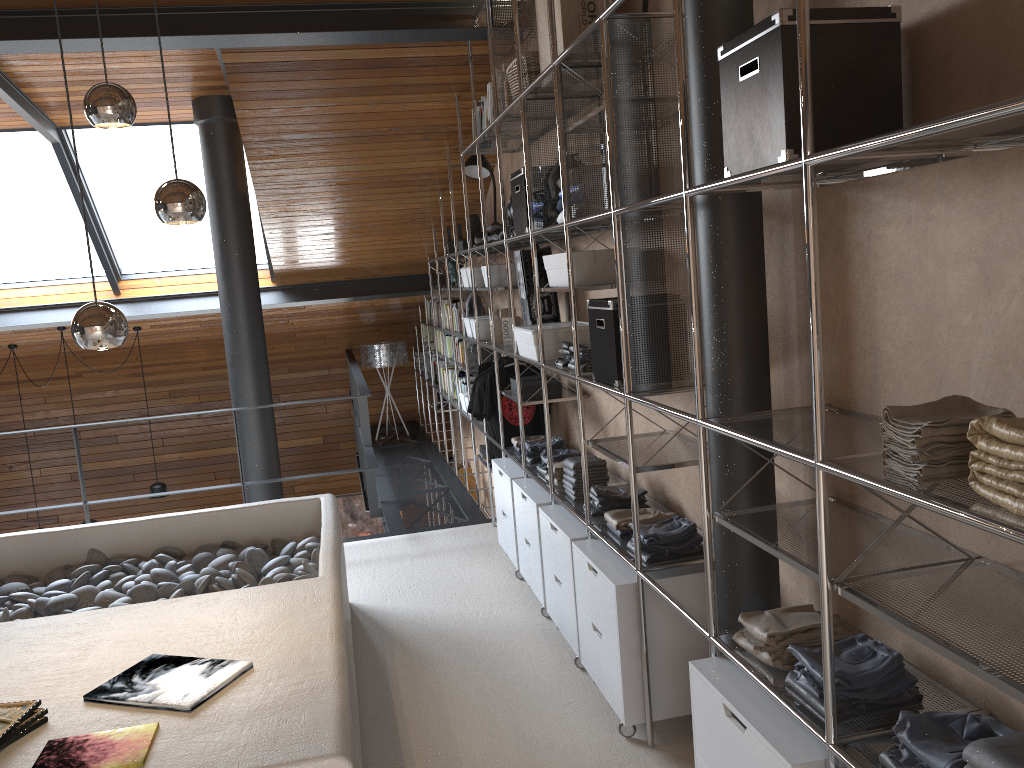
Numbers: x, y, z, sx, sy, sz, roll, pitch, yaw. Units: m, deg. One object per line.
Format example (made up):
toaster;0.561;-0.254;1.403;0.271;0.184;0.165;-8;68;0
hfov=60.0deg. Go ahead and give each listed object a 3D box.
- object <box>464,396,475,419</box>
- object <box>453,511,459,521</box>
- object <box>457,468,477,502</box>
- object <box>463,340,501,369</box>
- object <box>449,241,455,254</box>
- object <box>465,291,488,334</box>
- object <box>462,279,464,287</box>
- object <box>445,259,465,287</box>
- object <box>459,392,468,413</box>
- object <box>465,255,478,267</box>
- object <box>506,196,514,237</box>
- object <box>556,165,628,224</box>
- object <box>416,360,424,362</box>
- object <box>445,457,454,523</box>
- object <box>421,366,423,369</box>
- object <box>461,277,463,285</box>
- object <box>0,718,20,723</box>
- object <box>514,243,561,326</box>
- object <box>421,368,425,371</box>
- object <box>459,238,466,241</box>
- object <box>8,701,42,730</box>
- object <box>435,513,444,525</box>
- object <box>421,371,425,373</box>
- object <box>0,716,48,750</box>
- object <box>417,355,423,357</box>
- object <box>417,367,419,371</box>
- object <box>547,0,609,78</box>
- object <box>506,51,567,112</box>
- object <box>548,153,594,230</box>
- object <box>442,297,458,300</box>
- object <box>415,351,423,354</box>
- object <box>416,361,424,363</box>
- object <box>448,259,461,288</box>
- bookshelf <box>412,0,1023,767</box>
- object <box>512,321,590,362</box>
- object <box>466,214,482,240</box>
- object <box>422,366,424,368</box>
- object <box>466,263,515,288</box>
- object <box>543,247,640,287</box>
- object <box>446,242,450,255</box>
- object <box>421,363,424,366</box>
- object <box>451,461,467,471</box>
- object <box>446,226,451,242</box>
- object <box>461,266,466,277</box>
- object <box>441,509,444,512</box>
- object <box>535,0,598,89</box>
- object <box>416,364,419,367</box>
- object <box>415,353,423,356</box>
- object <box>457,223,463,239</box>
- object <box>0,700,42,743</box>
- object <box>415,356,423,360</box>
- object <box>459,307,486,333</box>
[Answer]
object;-0.175;0.153;6.328;0.295;0.136;0.228;-6;7;-11
object;-0.480;1.121;8.075;0.208;0.280;0.131;-9;8;-29
object;-0.407;0.987;8.344;0.215;0.458;0.328;-5;7;-6
object;-0.218;-0.246;6.431;0.166;0.240;0.390;-2;8;21
object;-0.469;-1.062;6.953;0.029;0.117;0.086;-4;7;9
object;-0.268;-0.505;6.326;0.157;0.339;0.229;-3;7;15
object;-0.341;-0.738;6.247;0.037;0.114;0.037;-8;8;-25
object;-0.408;-0.876;6.972;0.278;0.222;0.138;0;9;34
object;-0.230;0.125;6.589;0.295;0.136;0.228;-6;7;-11
object;-0.280;-0.791;6.213;0.062;0.219;0.157;-6;7;-11
object;0.063;-0.928;4.616;0.174;0.342;0.416;-6;7;-7
object;0.319;-0.752;3.504;0.250;0.229;0.306;-6;7;-9
object;-0.941;-0.276;9.886;0.246;0.016;0.182;-6;7;-11
object;-0.681;1.221;9.535;0.244;0.879;0.244;-3;7;17
object;-0.882;-0.191;9.650;0.201;0.013;0.161;-6;7;-11
object;-0.359;-0.724;6.296;0.037;0.077;0.037;-8;8;-25
object;-1.314;0.831;2.177;0.232;0.010;0.064;-1;8;25
object;0.137;-0.468;4.698;0.188;0.559;0.337;-6;7;-7
object;-0.869;-0.174;9.655;0.262;0.025;0.176;-6;7;-11
object;-0.372;-1.043;6.720;0.029;0.117;0.086;-3;7;13
object;-1.348;0.730;2.156;0.301;0.234;0.245;-4;7;8
object;-0.730;1.526;9.845;0.278;0.222;0.138;-5;7;-1
object;-0.879;-0.141;9.662;0.201;0.012;0.161;-6;7;-11
object;-1.330;0.862;2.180;0.276;0.013;0.207;-2;8;20
object;-0.941;-0.324;9.897;0.233;0.021;0.174;-6;7;-11
object;-0.933;-0.176;9.913;0.234;0.025;0.176;-6;7;-11
object;0.260;-1.403;3.435;0.192;0.382;0.181;-6;7;-11
object;0.125;-1.374;4.052;0.262;0.198;0.417;-6;7;-11
object;0.253;-0.826;3.794;0.212;0.319;0.157;-3;7;15
object;-0.525;-0.622;7.650;0.146;0.240;0.023;-6;7;-11
object;-0.953;-0.359;9.903;0.246;0.016;0.182;-6;7;-11
object;-0.940;-0.260;9.887;0.246;0.016;0.182;-6;7;-11
object;-0.391;-0.849;6.771;0.197;0.220;0.102;-8;8;-27
bookshelf;0.215;0.617;4.870;0.421;6.218;10.740;-6;7;-11
object;0.215;-0.207;4.209;0.343;0.147;0.445;-6;7;-11
object;-0.267;-1.097;6.215;0.115;0.177;0.115;-3;7;13
object;-0.864;-0.205;9.637;0.228;0.016;0.182;-6;7;-11
object;-0.129;-0.695;5.672;0.295;0.136;0.228;-6;7;-11
object;0.318;-0.472;3.612;0.289;0.135;0.437;-6;7;-11
object;-0.499;-1.071;7.046;0.029;0.117;0.086;-8;8;-25
object;-0.893;-0.220;9.654;0.203;0.013;0.161;-6;7;-11
object;-0.537;0.951;8.775;0.207;0.442;0.328;-7;7;-18
object;-0.497;-1.180;6.985;0.029;0.114;0.084;-5;7;-4
object;-0.328;-0.776;6.408;0.091;0.146;0.091;-2;8;22
object;-0.785;1.500;10.088;0.233;0.209;0.107;-8;8;-24
object;0.221;-1.423;3.620;0.192;0.382;0.181;-6;7;-11
object;-0.938;-0.218;9.908;0.243;0.012;0.159;-6;7;-11
object;-0.950;-0.342;9.894;0.246;0.016;0.182;-6;7;-11
object;-0.396;-1.162;6.753;0.029;0.114;0.084;-5;7;0
object;-1.340;0.838;2.168;0.276;0.013;0.207;-5;7;-1
object;-0.946;-0.298;9.882;0.252;0.028;0.180;-6;7;-11
object;-0.295;-0.485;6.559;0.082;0.202;0.227;1;9;40
